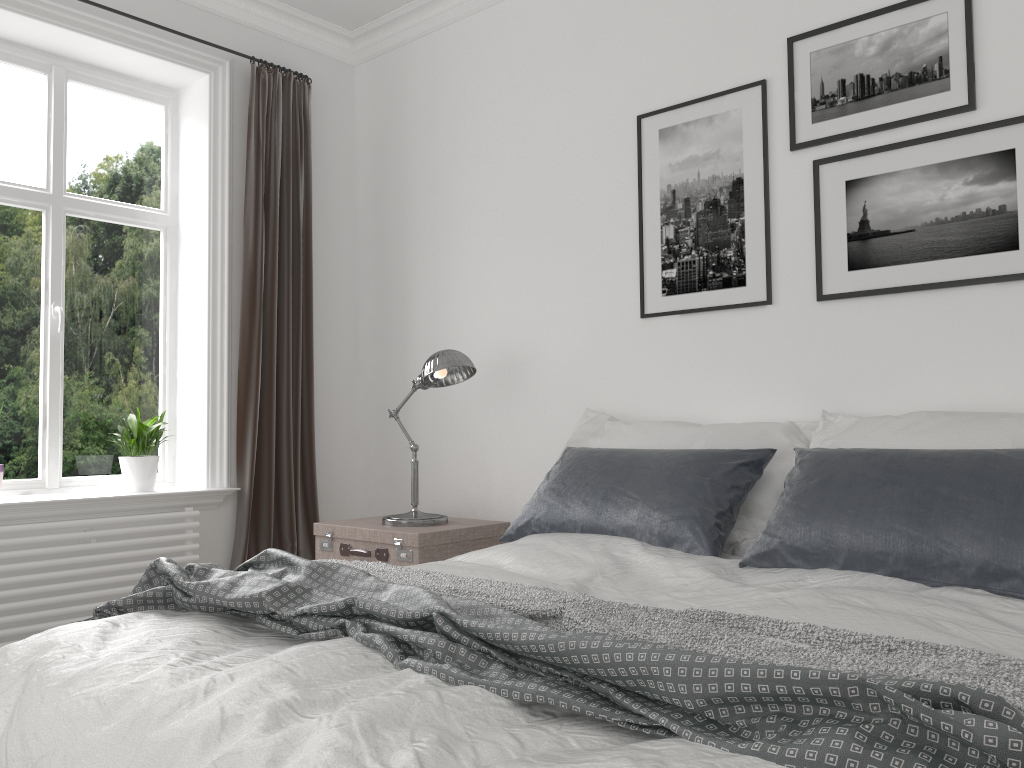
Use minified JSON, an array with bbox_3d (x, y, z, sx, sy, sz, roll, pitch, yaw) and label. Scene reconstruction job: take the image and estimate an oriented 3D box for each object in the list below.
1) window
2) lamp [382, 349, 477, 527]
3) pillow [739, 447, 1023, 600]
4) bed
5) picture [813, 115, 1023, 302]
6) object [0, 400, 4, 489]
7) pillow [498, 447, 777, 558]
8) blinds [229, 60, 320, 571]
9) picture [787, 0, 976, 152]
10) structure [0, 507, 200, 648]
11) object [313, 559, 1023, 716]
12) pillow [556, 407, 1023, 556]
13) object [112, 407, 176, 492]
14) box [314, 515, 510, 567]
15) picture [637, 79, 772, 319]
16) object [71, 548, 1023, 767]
[{"bbox_3d":[-1.989,-0.479,3.877,0.120,1.956,1.112,-3,-4,42],"label":"window"},{"bbox_3d":[-0.336,0.219,3.599,0.488,0.699,0.269,-3,-4,42],"label":"lamp"},{"bbox_3d":[1.055,0.338,2.304,0.842,0.339,0.405,-3,-4,42],"label":"pillow"},{"bbox_3d":[0.239,0.574,2.052,2.217,0.926,2.473,-3,-4,42],"label":"bed"},{"bbox_3d":[1.308,-0.539,2.797,0.720,0.486,0.015,-3,-4,42],"label":"picture"},{"bbox_3d":[-2.080,0.219,3.504,0.129,0.476,0.129,-1,-3,2],"label":"object"},{"bbox_3d":[0.394,0.376,2.904,0.837,0.329,0.405,-3,-4,42],"label":"pillow"},{"bbox_3d":[-1.041,-0.192,4.162,0.327,2.680,0.779,-3,-4,36],"label":"blinds"},{"bbox_3d":[1.195,-1.028,2.918,0.592,0.403,0.015,-3,-4,42],"label":"picture"},{"bbox_3d":[-1.696,0.855,3.564,0.114,0.670,0.887,-3,-4,42],"label":"structure"},{"bbox_3d":[0.051,0.681,1.850,2.236,0.500,0.521,-3,-4,45],"label":"object"},{"bbox_3d":[0.876,0.311,2.758,1.965,0.529,0.465,-3,-4,41],"label":"pillow"},{"bbox_3d":[-1.643,0.288,3.933,0.284,0.369,0.215,-2,-3,20],"label":"object"},{"bbox_3d":[-0.424,0.665,3.660,0.647,0.185,0.537,-3,-4,42],"label":"box"},{"bbox_3d":[0.709,-0.674,3.335,0.545,0.810,0.015,-3,-4,42],"label":"picture"},{"bbox_3d":[-0.182,0.565,1.564,2.154,0.377,0.536,-3,-4,44],"label":"object"}]
